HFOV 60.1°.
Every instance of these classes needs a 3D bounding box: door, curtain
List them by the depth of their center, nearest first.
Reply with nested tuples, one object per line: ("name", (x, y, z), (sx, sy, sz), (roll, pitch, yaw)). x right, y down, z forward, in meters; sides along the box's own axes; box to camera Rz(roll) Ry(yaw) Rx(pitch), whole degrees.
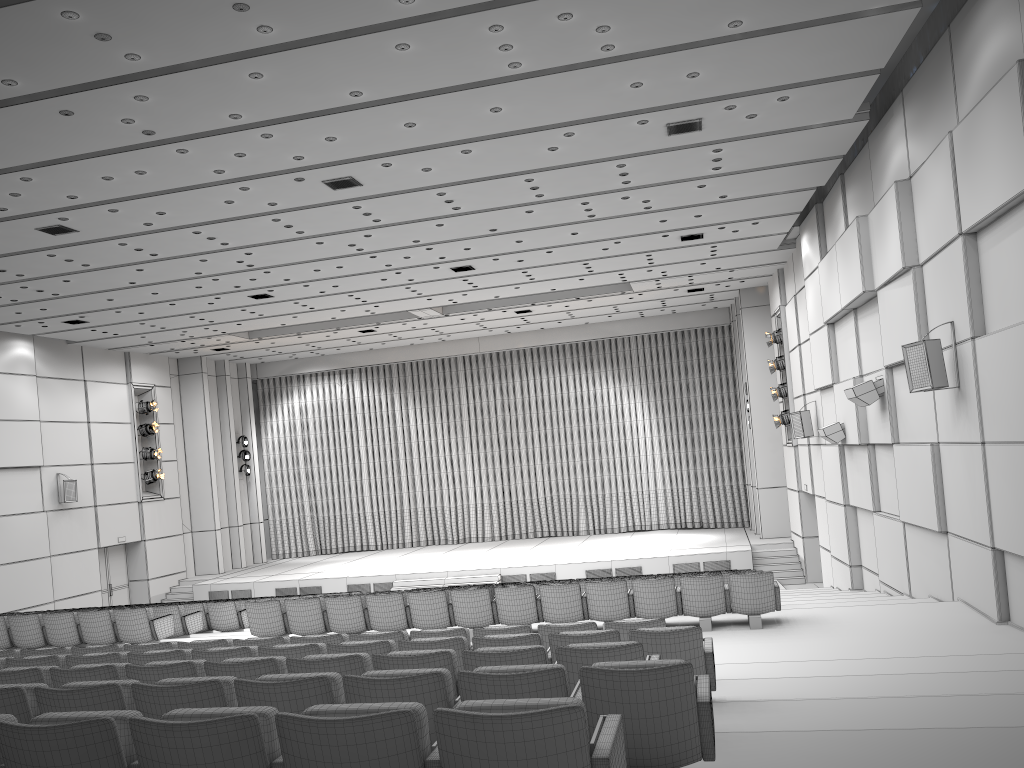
("door", (-10.810, 5.428, 23.761), (0.086, 2.174, 1.700), (-5, -2, 12))
("curtain", (-0.469, 1.911, 28.904), (16.154, 6.508, 1.430), (-6, -1, 12))

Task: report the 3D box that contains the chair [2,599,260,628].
("chair", (-7.141, 4.254, 15.756), (6.059, 0.620, 0.613), (-6, -3, 12))

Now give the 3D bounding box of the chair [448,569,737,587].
("chair", (1.649, 4.294, 18.336), (6.059, 0.620, 0.613), (-6, -3, 12))

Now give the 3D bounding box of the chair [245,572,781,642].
("chair", (-0.147, 2.765, 10.834), (6.610, 0.620, 0.613), (-6, -3, 12))

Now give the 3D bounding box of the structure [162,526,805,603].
("structure", (-0.773, 5.372, 25.777), (17.846, 0.844, 8.329), (-6, -5, 12))

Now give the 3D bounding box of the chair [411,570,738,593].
("chair", (1.115, 3.859, 16.193), (6.059, 0.620, 0.613), (-6, -3, 12))

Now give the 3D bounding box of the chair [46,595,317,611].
("chair", (-6.643, 4.692, 17.901), (6.059, 0.620, 0.613), (-6, -3, 12))

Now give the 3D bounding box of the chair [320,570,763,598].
("chair", (0.351, 3.204, 12.979), (6.610, 0.620, 0.613), (-6, -3, 12))

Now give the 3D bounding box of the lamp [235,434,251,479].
("lamp", (-8.646, 2.316, 28.426), (0.437, 1.475, 0.385), (-5, -1, 17))

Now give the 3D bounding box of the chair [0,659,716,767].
("chair", (-5.797, 2.205, 5.397), (13.770, 0.620, 0.613), (-6, -3, 12))

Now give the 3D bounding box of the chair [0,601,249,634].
("chair", (-7.407, 4.036, 14.687), (6.610, 0.620, 0.613), (-6, -3, 12))

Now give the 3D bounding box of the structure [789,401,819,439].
("structure", (5.982, 0.738, 18.079), (0.409, 0.743, 0.411), (-4, -2, -30))

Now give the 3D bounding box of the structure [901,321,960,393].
("structure", (4.633, -0.292, 9.789), (0.409, 0.743, 0.411), (-4, -2, -30))

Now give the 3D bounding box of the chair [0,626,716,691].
("chair", (-5.298, 2.643, 7.542), (13.770, 0.620, 0.613), (-6, -3, 12))

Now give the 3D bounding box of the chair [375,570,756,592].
("chair", (0.849, 3.642, 15.124), (6.610, 0.620, 0.613), (-6, -3, 12))

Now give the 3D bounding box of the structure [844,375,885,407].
("structure", (5.126, 0.114, 12.841), (0.471, 0.416, 0.521), (-5, -3, 8))

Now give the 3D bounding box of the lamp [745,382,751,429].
("lamp", (6.527, 0.584, 23.861), (0.437, 1.475, 0.385), (-5, -1, 8))

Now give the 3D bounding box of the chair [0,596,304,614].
("chair", (-6.909, 4.475, 16.832), (6.610, 0.620, 0.613), (-6, -3, 12))

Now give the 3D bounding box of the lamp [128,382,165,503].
("lamp", (-10.303, 1.645, 24.922), (0.747, 3.334, 1.020), (-5, -1, 12))

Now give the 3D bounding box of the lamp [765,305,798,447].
("lamp", (6.557, -0.163, 21.230), (0.756, 3.334, 1.022), (-5, -1, 8))

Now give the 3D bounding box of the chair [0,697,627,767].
("chair", (-6.072, 1.989, 4.331), (13.220, 0.620, 0.613), (-6, -3, 12))

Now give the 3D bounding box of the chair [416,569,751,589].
("chair", (1.347, 4.080, 17.269), (6.610, 0.620, 0.613), (-6, -3, 12))

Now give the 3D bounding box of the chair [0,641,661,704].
("chair", (-5.574, 2.427, 6.476), (13.220, 0.620, 0.613), (-6, -3, 12))

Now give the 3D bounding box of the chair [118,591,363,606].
("chair", (-6.109, 5.127, 20.045), (6.059, 0.620, 0.613), (-6, -3, 12))

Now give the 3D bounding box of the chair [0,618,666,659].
("chair", (-5.075, 2.865, 8.621), (13.220, 0.620, 0.613), (-6, -3, 12))

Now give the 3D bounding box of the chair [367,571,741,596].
("chair", (0.617, 3.421, 14.048), (6.059, 0.620, 0.613), (-6, -3, 12))

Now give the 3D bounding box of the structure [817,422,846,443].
("structure", (5.589, 0.822, 15.334), (0.471, 0.416, 0.521), (-6, -3, 9))

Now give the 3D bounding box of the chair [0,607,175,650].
("chair", (-7.906, 3.598, 12.542), (6.610, 0.620, 0.613), (-6, -3, 12))

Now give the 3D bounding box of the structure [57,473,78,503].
("structure", (-10.904, 2.542, 21.700), (0.409, 0.743, 0.411), (-4, -2, -30))

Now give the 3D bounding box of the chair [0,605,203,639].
("chair", (-7.640, 3.815, 13.611), (6.059, 0.620, 0.613), (-6, -3, 12))

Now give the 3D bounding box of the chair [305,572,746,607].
("chair", (0.118, 2.983, 11.903), (6.059, 0.620, 0.613), (-6, -3, 12))

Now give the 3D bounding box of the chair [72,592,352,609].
("chair", (-6.411, 4.913, 18.977), (6.610, 0.620, 0.613), (-6, -3, 12))
